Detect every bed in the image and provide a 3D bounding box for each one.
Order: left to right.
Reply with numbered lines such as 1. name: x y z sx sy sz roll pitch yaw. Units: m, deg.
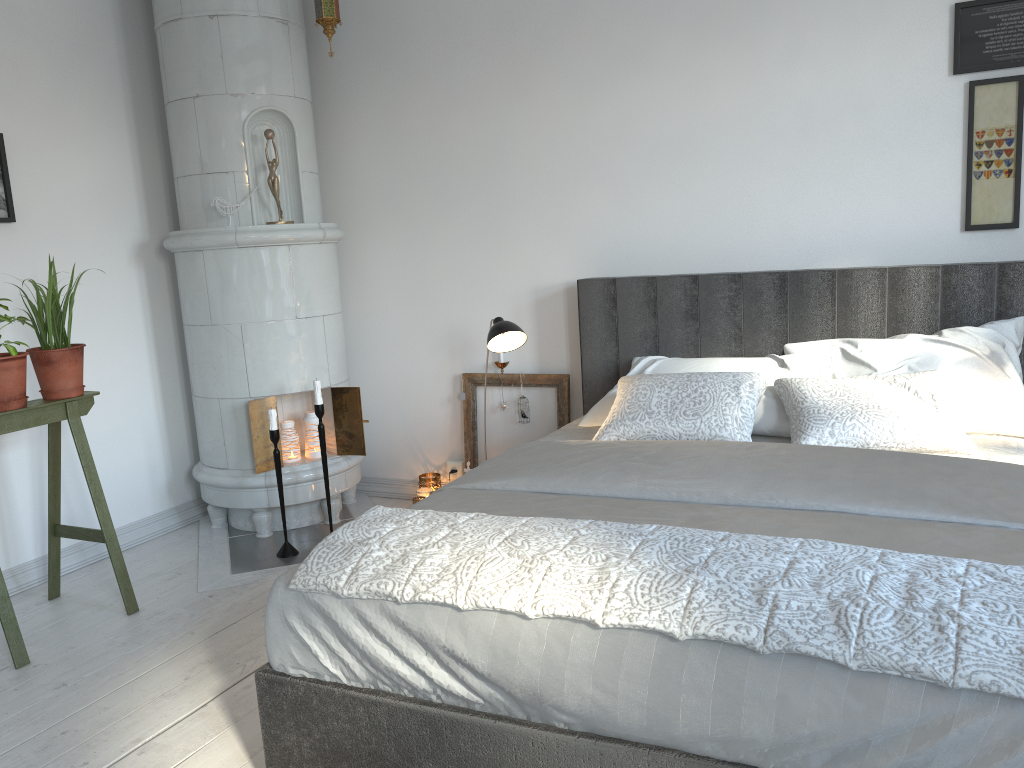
1. bed: 0.622 0.266 2.482 1.888 1.050 2.170 1 10 26

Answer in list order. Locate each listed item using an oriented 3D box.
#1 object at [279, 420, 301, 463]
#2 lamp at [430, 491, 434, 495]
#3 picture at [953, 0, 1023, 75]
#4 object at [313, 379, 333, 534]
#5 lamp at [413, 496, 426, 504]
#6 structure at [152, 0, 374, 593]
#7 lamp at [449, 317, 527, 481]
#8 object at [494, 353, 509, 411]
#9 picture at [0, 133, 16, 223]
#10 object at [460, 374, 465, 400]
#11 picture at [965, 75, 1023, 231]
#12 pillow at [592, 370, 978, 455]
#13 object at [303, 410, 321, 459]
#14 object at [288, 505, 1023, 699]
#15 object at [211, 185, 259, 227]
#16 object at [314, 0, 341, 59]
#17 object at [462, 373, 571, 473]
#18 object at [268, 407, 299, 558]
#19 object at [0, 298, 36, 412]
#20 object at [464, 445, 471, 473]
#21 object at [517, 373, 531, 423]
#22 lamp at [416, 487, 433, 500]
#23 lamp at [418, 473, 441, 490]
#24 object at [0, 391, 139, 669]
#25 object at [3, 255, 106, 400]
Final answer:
1. object: -0.991 0.256 3.937 0.093 0.180 0.092 2 11 30
2. lamp: -0.336 0.549 4.104 0.080 0.099 0.080 -4 10 -2
3. picture: 1.673 -1.173 2.946 0.365 0.232 0.020 1 11 26
4. object: -0.775 0.329 3.670 0.091 0.720 0.091 4 12 35
5. lamp: -0.425 0.567 4.051 0.072 0.092 0.063 -9 11 -30
6. structure: -1.076 -0.663 3.780 0.800 2.845 1.245 -7 10 -18
7. lamp: -0.158 0.172 3.734 0.825 0.939 0.449 6 14 44
8. object: -0.042 -0.035 4.023 0.067 0.321 0.067 -6 10 -14
9. picture: -2.014 -0.748 3.193 0.037 0.330 0.413 2 11 26
10. object: -0.229 0.011 4.109 0.024 0.127 0.023 -2 10 10
11. picture: 1.652 -0.785 3.037 0.165 0.506 0.020 1 11 26
12. pillow: 0.832 0.085 2.826 1.146 0.226 0.414 0 10 19
13. object: -0.889 0.227 3.983 0.098 0.210 0.098 1 11 25
14. object: 0.241 0.370 1.738 1.460 0.104 0.403 1 10 26
15. object: -1.136 -0.731 3.652 0.196 0.165 0.059 -7 10 -18
16. object: -0.784 -1.637 3.738 0.117 0.507 0.105 -3 10 0
17. object: 0.019 0.268 4.028 0.528 0.632 0.082 1 11 26
18. object: -0.946 0.398 3.610 0.091 0.624 0.091 -3 10 5
19. object: -1.661 -0.101 2.887 0.234 0.371 0.257 4 12 38
20. object: -0.194 0.364 4.131 0.062 0.221 0.028 0 11 21
21. object: 0.053 0.062 3.979 0.063 0.229 0.062 -12 13 -39
22. lamp: -0.406 0.544 4.161 0.080 0.099 0.080 -4 10 -2
23. lamp: -0.390 0.507 4.254 0.107 0.141 0.107 -4 10 -1
24. object: -1.651 0.463 2.995 0.431 0.777 0.669 1 11 26
25. object: -1.568 -0.200 3.056 0.333 0.500 0.299 -2 10 10
